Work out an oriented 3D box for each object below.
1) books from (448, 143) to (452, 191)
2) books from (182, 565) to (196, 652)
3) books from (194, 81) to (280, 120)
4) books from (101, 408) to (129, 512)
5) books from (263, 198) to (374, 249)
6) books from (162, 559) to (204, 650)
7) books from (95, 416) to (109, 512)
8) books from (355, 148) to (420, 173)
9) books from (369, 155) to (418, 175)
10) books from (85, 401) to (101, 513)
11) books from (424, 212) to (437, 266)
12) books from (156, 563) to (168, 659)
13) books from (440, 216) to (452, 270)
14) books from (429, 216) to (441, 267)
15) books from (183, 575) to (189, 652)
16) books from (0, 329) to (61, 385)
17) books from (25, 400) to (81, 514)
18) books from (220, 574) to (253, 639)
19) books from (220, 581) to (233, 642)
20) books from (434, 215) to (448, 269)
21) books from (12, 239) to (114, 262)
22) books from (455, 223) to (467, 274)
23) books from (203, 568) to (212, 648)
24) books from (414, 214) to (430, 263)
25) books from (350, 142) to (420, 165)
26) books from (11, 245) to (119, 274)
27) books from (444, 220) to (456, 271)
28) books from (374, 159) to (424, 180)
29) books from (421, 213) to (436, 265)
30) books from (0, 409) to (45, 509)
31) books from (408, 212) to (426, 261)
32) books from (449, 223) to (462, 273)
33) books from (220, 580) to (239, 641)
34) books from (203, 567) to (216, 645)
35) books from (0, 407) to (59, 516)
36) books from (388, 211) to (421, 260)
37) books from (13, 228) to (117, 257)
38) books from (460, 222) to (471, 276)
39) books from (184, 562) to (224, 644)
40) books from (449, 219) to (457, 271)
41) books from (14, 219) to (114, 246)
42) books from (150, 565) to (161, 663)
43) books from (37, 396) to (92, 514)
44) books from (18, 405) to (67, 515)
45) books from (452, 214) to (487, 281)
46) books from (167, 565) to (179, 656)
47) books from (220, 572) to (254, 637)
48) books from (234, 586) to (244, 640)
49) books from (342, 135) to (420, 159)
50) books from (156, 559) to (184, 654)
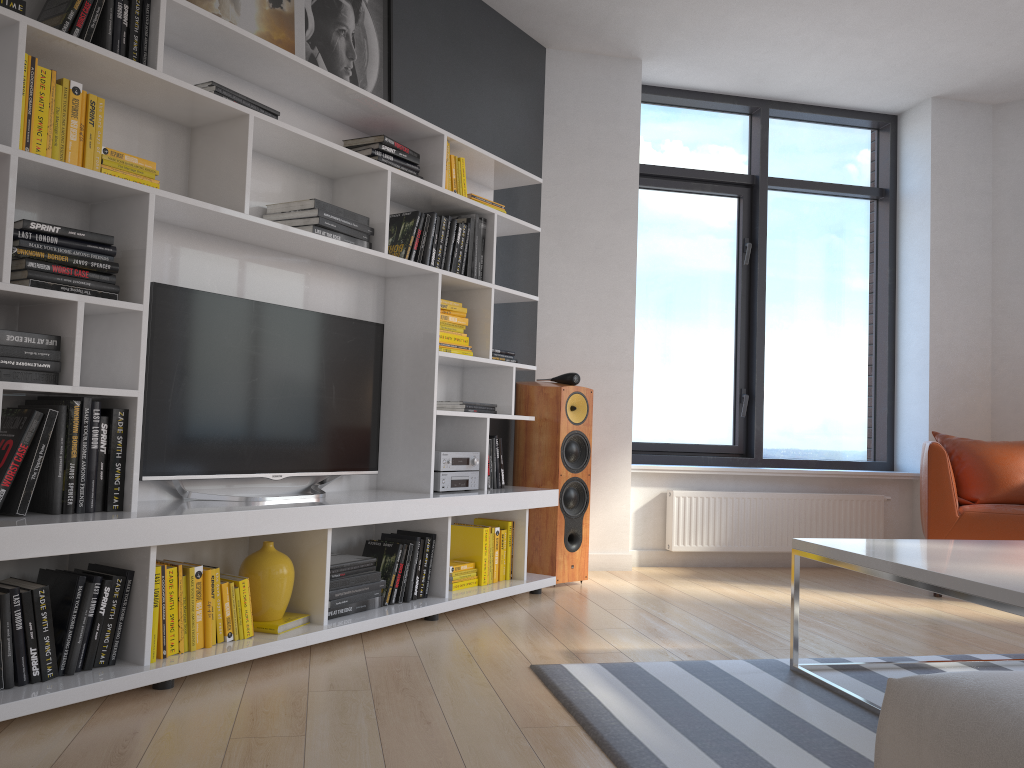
[{"bbox_3d":[-0.344,-0.945,3.936,0.164,0.224,0.054,0,-4,32],"label":"books"},{"bbox_3d":[-1.029,0.674,2.701,0.180,0.252,0.041,0,-4,33],"label":"books"},{"bbox_3d":[-0.984,-0.931,3.005,0.250,0.047,0.310,0,-4,28],"label":"books"},{"bbox_3d":[-1.233,0.220,2.623,0.230,0.297,0.051,0,-4,33],"label":"books"},{"bbox_3d":[-0.742,-0.593,3.414,0.277,0.137,0.343,0,-4,28],"label":"books"},{"bbox_3d":[-1.024,0.677,2.728,0.185,0.252,0.055,0,-4,32],"label":"books"},{"bbox_3d":[-1.254,0.229,2.588,0.200,0.272,0.028,0,-4,33],"label":"books"},{"bbox_3d":[-0.560,-0.919,3.710,0.214,0.030,0.284,0,-4,36],"label":"books"},{"bbox_3d":[-0.546,-0.894,3.695,0.189,0.020,0.264,0,-4,31],"label":"books"},{"bbox_3d":[-1.277,0.207,2.565,0.239,0.315,0.034,0,-4,33],"label":"books"},{"bbox_3d":[-0.424,-0.616,3.849,0.192,0.254,0.075,0,-4,32],"label":"books"},{"bbox_3d":[-1.094,0.658,2.618,0.213,0.271,0.048,0,-4,33],"label":"books"},{"bbox_3d":[-0.370,-0.612,3.931,0.197,0.260,0.066,0,-4,33],"label":"books"},{"bbox_3d":[-0.404,-0.607,3.868,0.179,0.243,0.068,0,-4,32],"label":"books"},{"bbox_3d":[-1.038,0.686,2.681,0.156,0.230,0.042,0,-4,31],"label":"books"},{"bbox_3d":[-1.433,-0.074,2.353,0.277,0.137,0.343,0,-4,33],"label":"books"},{"bbox_3d":[-1.308,0.203,2.511,0.237,0.314,0.034,0,-4,33],"label":"books"},{"bbox_3d":[-0.910,0.718,2.871,0.148,0.193,0.067,0,-4,34],"label":"books"},{"bbox_3d":[-0.949,0.716,2.819,0.138,0.188,0.056,0,-4,33],"label":"books"},{"bbox_3d":[-0.387,-0.610,3.902,0.191,0.249,0.084,0,-4,33],"label":"books"},{"bbox_3d":[-1.304,-0.366,2.512,0.189,0.020,0.264,0,-4,36],"label":"books"},{"bbox_3d":[-0.308,-0.600,4.020,0.191,0.249,0.084,0,-4,33],"label":"books"},{"bbox_3d":[-0.991,0.684,2.744,0.169,0.240,0.043,0,-4,32],"label":"books"},{"bbox_3d":[-0.444,-0.609,3.793,0.169,0.233,0.081,0,-4,32],"label":"books"},{"bbox_3d":[-0.534,-0.947,3.700,0.180,0.026,0.246,0,-4,36],"label":"books"},{"bbox_3d":[-1.301,-0.341,2.510,0.214,0.030,0.284,-1,-4,41],"label":"books"},{"bbox_3d":[-0.335,-0.601,3.933,0.172,0.242,0.069,0,-4,34],"label":"books"},{"bbox_3d":[-0.543,-0.868,3.693,0.214,0.030,0.284,0,-4,36],"label":"books"},{"bbox_3d":[-0.414,-0.610,3.815,0.172,0.242,0.069,0,-4,34],"label":"books"},{"bbox_3d":[-1.399,0.208,2.392,0.232,0.284,0.142,0,-4,33],"label":"books"},{"bbox_3d":[-0.473,-0.611,3.774,0.187,0.234,0.096,0,-4,33],"label":"books"},{"bbox_3d":[-0.319,-0.600,3.982,0.179,0.243,0.071,0,-4,32],"label":"books"},{"bbox_3d":[-0.931,0.718,2.833,0.134,0.187,0.046,0,-4,33],"label":"books"},{"bbox_3d":[-0.995,0.688,2.774,0.171,0.235,0.043,0,-4,31],"label":"books"},{"bbox_3d":[-1.356,0.208,2.425,0.210,0.289,0.100,0,-4,32],"label":"books"},{"bbox_3d":[-0.487,-0.614,3.744,0.182,0.234,0.104,0,-4,33],"label":"books"},{"bbox_3d":[-1.317,-0.391,2.529,0.214,0.030,0.284,-1,-4,41],"label":"books"},{"bbox_3d":[-0.290,-0.603,4.049,0.197,0.260,0.066,0,-4,33],"label":"books"},{"bbox_3d":[-0.985,0.690,2.806,0.172,0.235,0.056,0,-4,32],"label":"books"},{"bbox_3d":[-0.344,-0.606,3.967,0.192,0.254,0.075,0,-4,32],"label":"books"},{"bbox_3d":[-1.293,-0.419,2.516,0.180,0.026,0.246,-1,-4,40],"label":"books"},{"bbox_3d":[-1.098,0.656,2.574,0.204,0.270,0.029,0,-4,33],"label":"books"},{"bbox_3d":[-1.293,0.199,2.541,0.237,0.326,0.026,0,-4,33],"label":"books"},{"bbox_3d":[-1.321,0.209,2.481,0.213,0.301,0.028,0,-4,33],"label":"books"},{"bbox_3d":[-0.259,-0.622,4.147,0.259,0.321,0.128,0,-4,33],"label":"books"},{"bbox_3d":[-1.080,0.667,2.651,0.198,0.258,0.066,0,-4,33],"label":"books"},{"bbox_3d":[-0.904,0.719,2.896,0.149,0.193,0.046,0,-4,34],"label":"books"},{"bbox_3d":[-0.911,0.729,2.841,0.113,0.169,0.049,0,-4,32],"label":"books"},{"bbox_3d":[-0.545,-0.974,3.705,0.209,0.030,0.266,0,-4,26],"label":"books"},{"bbox_3d":[-1.062,0.666,2.676,0.202,0.267,0.038,0,-4,33],"label":"books"}]
